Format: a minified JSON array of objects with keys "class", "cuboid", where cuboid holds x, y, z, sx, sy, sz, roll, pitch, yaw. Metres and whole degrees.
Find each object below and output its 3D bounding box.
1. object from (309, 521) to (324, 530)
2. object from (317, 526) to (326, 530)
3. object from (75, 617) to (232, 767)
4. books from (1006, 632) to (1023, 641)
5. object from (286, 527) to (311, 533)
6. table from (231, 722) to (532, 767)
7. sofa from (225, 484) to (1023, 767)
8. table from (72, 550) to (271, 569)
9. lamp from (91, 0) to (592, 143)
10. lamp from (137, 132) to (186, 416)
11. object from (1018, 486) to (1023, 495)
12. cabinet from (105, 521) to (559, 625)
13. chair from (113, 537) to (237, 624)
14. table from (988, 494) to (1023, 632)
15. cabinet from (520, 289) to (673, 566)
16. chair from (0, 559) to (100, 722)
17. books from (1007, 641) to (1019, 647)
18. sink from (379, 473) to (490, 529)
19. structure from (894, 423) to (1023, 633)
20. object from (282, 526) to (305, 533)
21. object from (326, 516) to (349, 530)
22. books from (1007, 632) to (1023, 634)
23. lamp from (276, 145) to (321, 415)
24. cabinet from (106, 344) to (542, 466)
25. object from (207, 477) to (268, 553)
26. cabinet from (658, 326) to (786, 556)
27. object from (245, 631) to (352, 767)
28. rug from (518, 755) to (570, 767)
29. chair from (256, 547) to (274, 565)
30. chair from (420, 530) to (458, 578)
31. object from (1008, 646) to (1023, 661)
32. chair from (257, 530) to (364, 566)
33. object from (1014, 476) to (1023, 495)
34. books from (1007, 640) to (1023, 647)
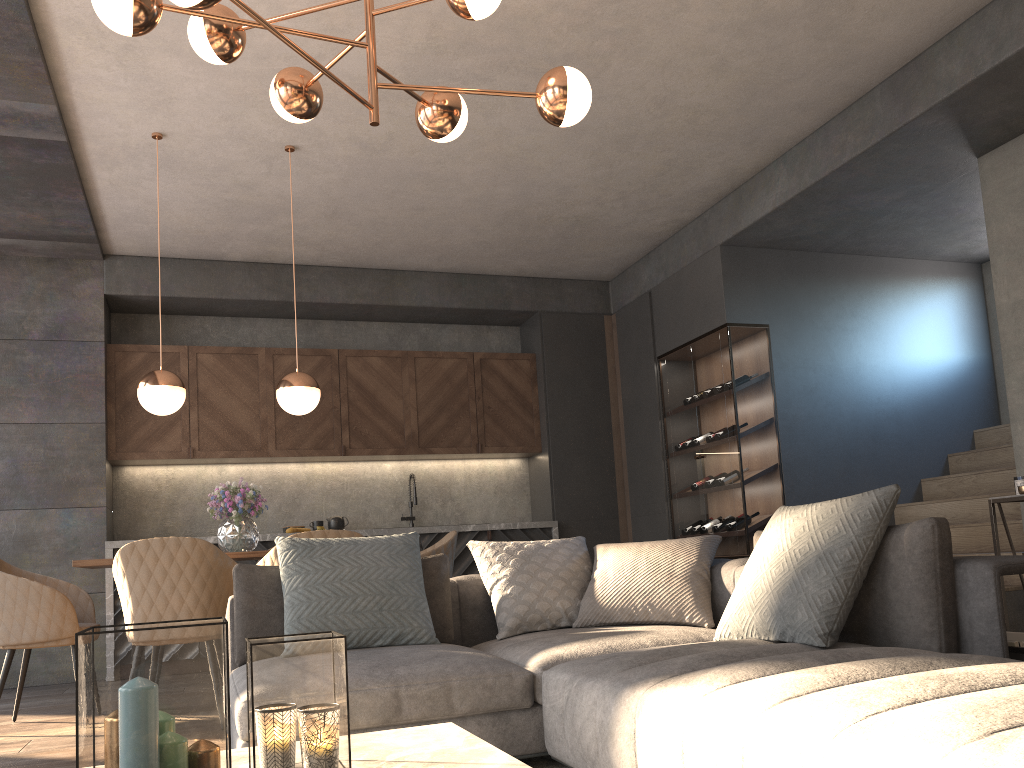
[{"class":"object","cuboid":[-1.542,1.136,6.993,0.090,0.102,0.113,-5,-9,12]},{"class":"object","cuboid":[-1.477,1.126,6.836,0.120,0.045,0.118,-1,-11,-14]},{"class":"object","cuboid":[-0.528,0.490,1.318,0.199,0.258,0.199,-1,-9,-20]},{"class":"books","cuboid":[1.325,0.884,2.519,0.064,0.351,0.575,-1,-10,-20]},{"class":"object","cuboid":[-1.639,1.134,6.807,0.071,0.054,0.304,-7,-12,21]},{"class":"table","cuboid":[-0.397,0.751,1.225,0.930,0.305,0.943,0,-12,-19]},{"class":"sofa","cuboid":[0.314,0.714,2.398,2.023,0.775,2.951,0,-12,-20]},{"class":"table","cuboid":[-1.416,1.269,4.586,1.466,0.761,0.779,0,-10,-20]},{"class":"lamp","cuboid":[-0.592,-1.294,2.878,1.469,1.027,1.024,6,-13,-43]},{"class":"lamp","cuboid":[-1.877,-0.594,4.703,0.239,1.528,0.242,-2,-7,-14]},{"class":"object","cuboid":[2.612,0.536,4.459,0.099,0.041,0.100,1,-11,-21]},{"class":"cabinet","cuboid":[-1.292,1.637,6.917,3.391,0.940,0.608,0,-9,-20]},{"class":"chair","cuboid":[-1.495,1.115,3.963,0.555,0.827,0.516,-2,-8,-10]},{"class":"table","cuboid":[2.832,0.885,4.103,0.299,0.811,1.115,-1,-10,-20]},{"class":"cabinet","cuboid":[0.909,0.710,7.498,1.186,2.725,1.217,-1,-8,-20]},{"class":"chair","cuboid":[-2.283,1.228,4.285,0.510,0.827,0.562,-1,-8,-15]},{"class":"books","cuboid":[1.214,0.884,2.485,0.062,0.351,0.575,-1,-10,-20]},{"class":"sink","cuboid":[-0.716,0.991,7.251,0.962,0.541,0.466,0,-9,-20]},{"class":"structure","cuboid":[3.033,0.888,5.688,2.258,1.407,1.527,0,-10,-20]},{"class":"object","cuboid":[-1.714,1.151,6.936,0.157,0.067,0.118,4,-12,-34]},{"class":"object","cuboid":[-1.397,1.121,7.044,0.154,0.136,0.136,-12,-12,42]},{"class":"books","cuboid":[1.339,0.883,2.516,0.064,0.351,0.575,-1,-10,-20]},{"class":"lamp","cuboid":[-1.217,-0.587,4.937,0.239,1.528,0.241,3,-9,-44]},{"class":"cabinet","cuboid":[-1.422,0.180,7.190,3.391,0.856,0.374,0,-8,-20]},{"class":"object","cuboid":[-1.451,0.697,4.682,0.331,0.404,0.299,-11,-11,40]},{"class":"cabinet","cuboid":[1.541,0.480,6.563,0.337,1.567,1.011,-1,-8,-20]},{"class":"object","cuboid":[-0.353,0.526,1.447,0.148,0.218,0.151,-1,-8,-20]},{"class":"rug","cuboid":[-0.301,0.998,1.688,1.729,0.020,3.187,1,-12,-19]},{"class":"chair","cuboid":[-1.240,1.358,5.247,0.555,0.827,0.516,-1,-8,-20]},{"class":"chair","cuboid":[-0.544,1.239,4.872,0.510,0.827,0.562,-1,-8,-15]},{"class":"object","cuboid":[1.302,0.878,2.432,0.216,0.347,0.676,-1,-11,-20]},{"class":"chair","cuboid":[-0.920,1.121,4.171,0.555,0.827,0.516,0,-9,-25]},{"class":"object","cuboid":[2.649,0.528,4.570,0.084,0.097,0.085,-8,-10,28]},{"class":"books","cuboid":[1.230,0.884,2.487,0.068,0.350,0.575,-1,-10,-20]}]
